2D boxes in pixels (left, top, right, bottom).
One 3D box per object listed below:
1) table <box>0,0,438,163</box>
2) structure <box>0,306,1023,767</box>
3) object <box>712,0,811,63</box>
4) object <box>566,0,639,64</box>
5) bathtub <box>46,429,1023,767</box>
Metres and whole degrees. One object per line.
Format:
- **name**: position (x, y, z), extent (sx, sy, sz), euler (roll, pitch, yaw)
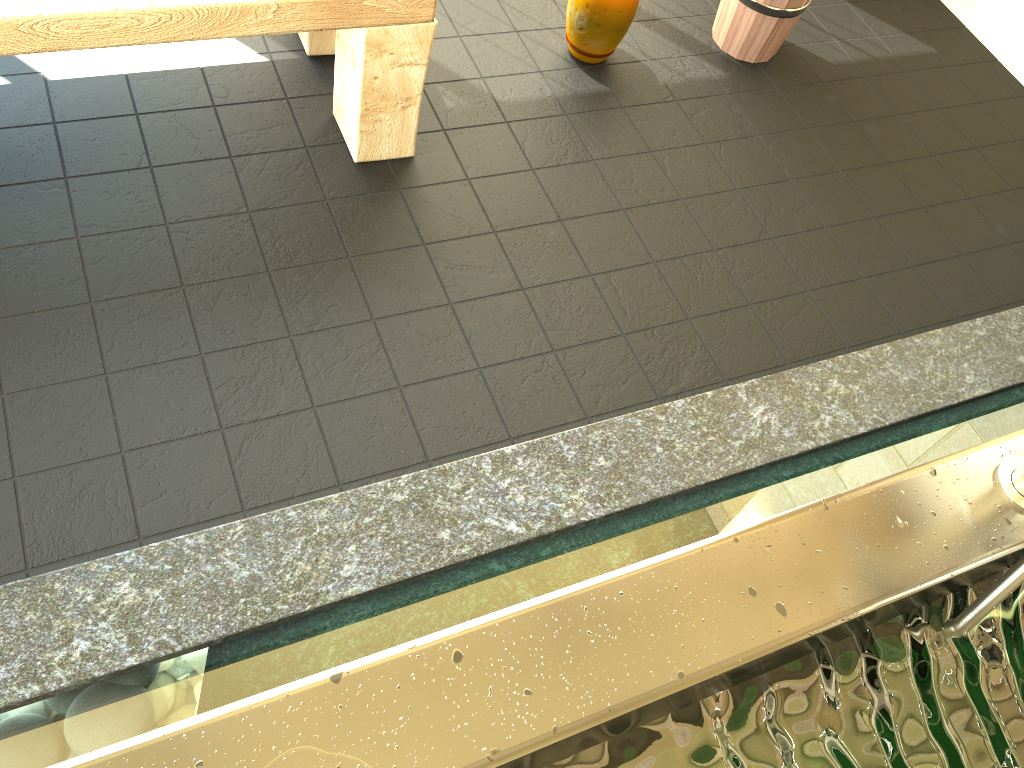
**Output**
- **table**: position (-0.769, -0.684, 1.667), extent (1.126, 0.397, 0.516), euler (-14, 61, -21)
- **structure**: position (0.996, 0.847, 1.447), extent (3.805, 0.632, 1.983), euler (-14, 61, -21)
- **object**: position (0.802, -1.586, 1.570), extent (0.468, 2.165, 0.465), euler (29, 55, 7)
- **object**: position (0.287, -1.107, 1.880), extent (0.242, 0.923, 0.268), euler (19, 55, -1)
- **bathtub**: position (0.733, 0.517, 0.697), extent (2.134, 1.154, 1.074), euler (-14, 61, -21)
